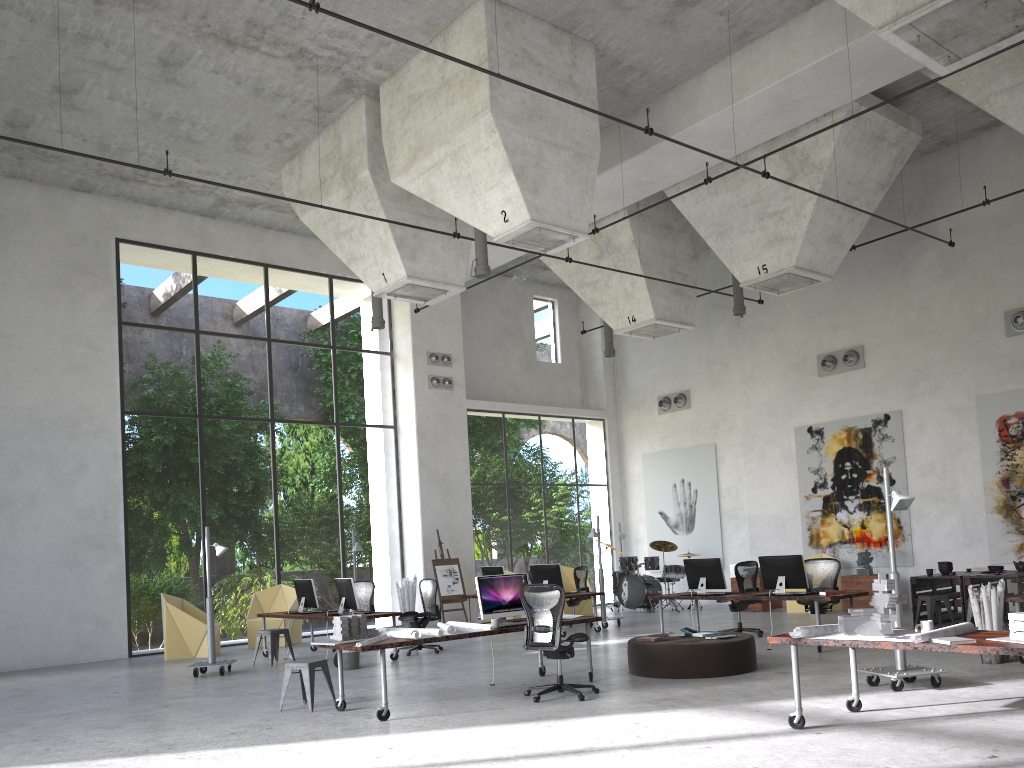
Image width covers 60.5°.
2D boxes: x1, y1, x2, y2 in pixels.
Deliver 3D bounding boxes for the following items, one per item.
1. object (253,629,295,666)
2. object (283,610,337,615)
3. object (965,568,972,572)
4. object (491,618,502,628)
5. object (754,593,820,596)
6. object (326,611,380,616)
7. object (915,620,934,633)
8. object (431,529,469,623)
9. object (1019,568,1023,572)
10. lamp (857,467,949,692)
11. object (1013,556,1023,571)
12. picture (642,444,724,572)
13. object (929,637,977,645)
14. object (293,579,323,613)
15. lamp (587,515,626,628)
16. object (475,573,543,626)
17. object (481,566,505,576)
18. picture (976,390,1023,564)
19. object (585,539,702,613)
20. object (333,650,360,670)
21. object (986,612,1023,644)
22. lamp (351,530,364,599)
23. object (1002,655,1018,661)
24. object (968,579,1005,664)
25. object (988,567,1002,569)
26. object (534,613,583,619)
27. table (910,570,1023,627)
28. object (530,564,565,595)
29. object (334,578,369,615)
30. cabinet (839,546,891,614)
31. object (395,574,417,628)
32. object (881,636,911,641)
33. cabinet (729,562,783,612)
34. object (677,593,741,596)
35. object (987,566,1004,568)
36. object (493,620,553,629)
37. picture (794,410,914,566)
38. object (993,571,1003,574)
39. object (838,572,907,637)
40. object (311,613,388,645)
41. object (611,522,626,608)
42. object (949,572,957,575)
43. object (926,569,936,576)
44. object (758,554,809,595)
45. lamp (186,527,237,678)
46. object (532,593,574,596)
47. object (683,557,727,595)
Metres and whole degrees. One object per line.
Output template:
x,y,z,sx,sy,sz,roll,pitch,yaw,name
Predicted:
-3.712,4.093,13.674,0.460,0.527,0.478,-8,-8,35,object
-3.330,3.791,14.567,0.689,0.008,0.860,5,-14,-37,object
7.447,3.031,14.302,0.137,0.055,0.118,1,-10,-23,object
-0.158,2.566,9.422,0.122,0.099,0.089,-2,-7,-10,object
3.854,2.939,12.251,0.689,0.008,0.860,5,-14,-37,object
-2.456,3.533,13.486,0.688,0.008,0.861,4,-13,-32,object
3.125,1.844,6.645,0.122,0.099,0.089,-2,-7,-11,object
-1.421,4.178,18.916,0.694,2.124,0.691,0,-5,-38,object
7.870,2.833,13.395,0.230,0.046,0.231,-9,-12,28,object
3.731,1.879,8.577,0.579,2.133,0.602,-2,-4,-14,lamp
7.936,2.795,13.659,0.212,0.230,0.221,3,-9,-41,object
4.195,3.133,21.807,0.020,2.990,2.364,-1,-6,-39,picture
3.061,1.783,6.103,0.200,0.023,0.239,-2,-11,-8,object
-3.349,3.511,14.582,0.377,0.547,0.724,1,-9,-37,object
1.708,3.595,16.887,0.596,2.133,0.585,0,-5,-39,lamp
-0.033,2.403,9.808,0.715,0.547,0.381,3,-8,-37,object
-0.281,3.871,17.342,0.377,0.547,0.724,1,-9,-37,object
9.185,1.530,14.959,0.020,2.990,2.244,-1,-6,-39,picture
3.164,4.475,20.802,2.996,1.726,1.892,-10,-10,35,object
-2.341,3.904,12.504,0.402,0.295,0.296,-11,-10,44,object
3.540,1.649,5.975,0.388,0.180,0.423,-1,-10,-14,object
-3.063,3.926,17.202,0.579,2.133,0.602,0,-5,-39,lamp
5.498,2.957,9.887,0.397,0.295,0.299,-4,-7,4,object
5.290,2.625,9.719,0.319,0.929,0.345,-2,-4,-21,object
7.575,2.894,13.742,0.230,0.062,0.231,7,-14,-43,object
0.511,2.679,10.196,0.471,0.085,0.441,4,-13,-35,object
7.363,3.336,13.662,1.509,0.787,1.622,4,-12,-39,table
0.695,3.584,16.138,0.722,0.547,0.378,-11,-9,42,object
-2.476,3.253,13.501,0.377,0.547,0.724,0,-9,-32,object
6.711,3.702,16.575,0.594,1.243,0.751,0,-6,-39,cabinet
-2.234,4.695,18.859,0.443,1.198,0.414,-5,-5,29,object
2.839,1.868,6.453,0.134,0.008,0.206,2,-12,-27,object
5.190,4.312,18.679,0.744,1.003,0.743,2,-8,-39,cabinet
2.994,3.193,13.312,0.689,0.008,0.860,5,-14,-37,object
7.569,2.871,13.749,0.229,0.057,0.232,5,-13,-39,object
-0.016,2.682,9.790,0.850,0.008,0.697,5,-14,-37,object
6.870,2.212,17.814,0.020,2.990,2.382,-1,-6,-39,picture
7.217,2.804,13.062,0.138,0.055,0.117,-8,-11,26,object
2.783,1.717,6.798,0.361,0.516,0.500,-3,-7,-4,object
-1.622,2.462,8.948,0.438,0.302,0.740,-10,-12,40,object
2.792,4.584,22.305,0.579,2.133,0.602,-3,-4,-4,object
6.797,2.918,13.529,0.117,0.055,0.138,-10,-12,36,object
6.532,2.939,13.700,0.131,0.108,0.101,-10,-10,42,object
3.835,2.659,12.266,0.377,0.547,0.724,1,-9,-37,object
-4.393,3.145,12.766,0.596,2.133,0.585,-3,-4,-7,lamp
0.714,3.864,16.124,0.858,0.008,0.691,-13,-15,41,object
2.975,2.912,13.327,0.377,0.547,0.724,1,-9,-37,object
